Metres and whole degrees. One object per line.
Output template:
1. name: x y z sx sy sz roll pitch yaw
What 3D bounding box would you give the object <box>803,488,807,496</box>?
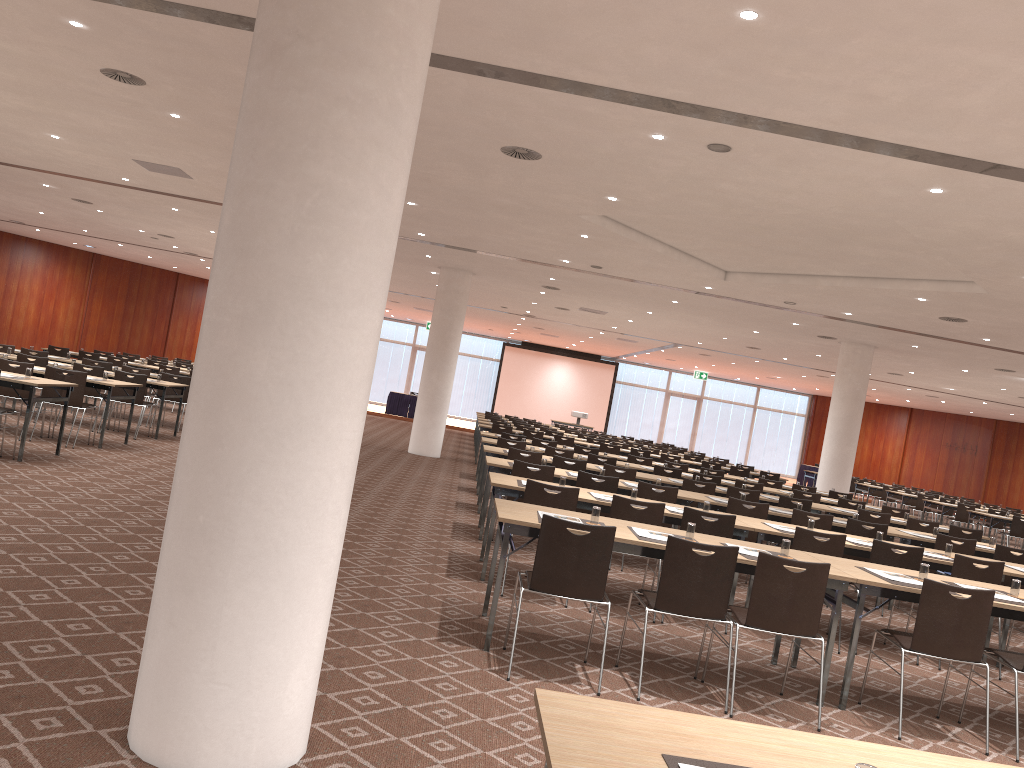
1. object: 4.644 1.709 14.078 0.054 0.114 0.054 10 0 -36

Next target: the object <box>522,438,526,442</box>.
1. object: 0.176 0.909 13.878 0.054 0.114 0.054 10 0 31

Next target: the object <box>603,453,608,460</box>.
1. object: 1.464 1.139 13.923 0.054 0.114 0.054 10 0 9

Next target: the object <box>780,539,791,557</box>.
1. object: 1.833 1.100 5.946 0.054 0.114 0.054 10 0 -36

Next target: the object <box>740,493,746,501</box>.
1. object: 2.595 1.289 9.969 0.054 0.114 0.054 10 0 31

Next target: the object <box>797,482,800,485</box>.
1. object: 5.196 1.835 16.115 0.054 0.114 0.054 10 0 31

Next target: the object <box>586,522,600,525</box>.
1. object: 0.540 0.926 5.868 0.102 0.001 0.102 11 -1 -36

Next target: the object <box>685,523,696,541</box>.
1. object: 1.191 0.985 5.916 0.054 0.114 0.054 10 0 31

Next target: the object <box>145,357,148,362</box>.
1. object: -8.635 -0.572 20.970 0.054 0.114 0.054 10 0 31

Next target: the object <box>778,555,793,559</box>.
1. object: 1.830 1.158 5.932 0.102 0.001 0.102 11 -1 -36

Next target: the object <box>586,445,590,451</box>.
1. object: 1.374 1.150 15.935 0.054 0.114 0.054 10 0 31

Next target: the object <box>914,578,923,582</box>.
1. object: 2.766 1.326 5.984 0.102 0.001 0.102 11 -1 -36

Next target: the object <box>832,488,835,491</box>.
1. object: 5.840 1.950 16.141 0.054 0.114 0.054 10 0 -14

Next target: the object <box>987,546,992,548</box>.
1. object: 5.461 1.861 10.112 0.102 0.001 0.102 10 -1 -14

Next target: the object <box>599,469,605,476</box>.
1. object: 1.006 1.005 9.906 0.054 0.114 0.054 10 0 -36

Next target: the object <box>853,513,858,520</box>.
1. object: 3.881 1.520 10.030 0.054 0.114 0.054 10 0 31

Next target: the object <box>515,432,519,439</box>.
1. object: 0.082 0.918 15.861 0.054 0.114 0.054 10 0 -14

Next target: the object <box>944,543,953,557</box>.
1. object: 3.962 1.508 8.046 0.054 0.114 0.054 10 0 -14

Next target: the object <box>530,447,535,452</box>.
1. object: 0.267 0.899 11.878 0.054 0.114 0.054 10 0 -14

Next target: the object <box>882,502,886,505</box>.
1. object: 5.931 1.940 14.133 0.054 0.114 0.054 10 0 31

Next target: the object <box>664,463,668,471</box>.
1. object: 2.418 1.310 13.980 0.054 0.114 0.054 10 0 31

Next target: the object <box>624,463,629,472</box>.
1. object: 1.543 1.127 11.929 0.054 0.114 0.054 10 0 -36

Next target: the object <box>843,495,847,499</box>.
1. object: 5.287 1.824 14.102 0.054 0.114 0.054 10 0 -36

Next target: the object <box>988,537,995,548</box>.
1. object: 5.474 1.805 10.113 0.054 0.114 0.054 10 0 -36

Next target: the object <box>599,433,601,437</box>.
1. object: 2.515 1.479 25.494 0.054 0.114 0.054 10 0 31

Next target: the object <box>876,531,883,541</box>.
1. object: 3.322 1.393 8.020 0.054 0.114 0.054 10 0 -14

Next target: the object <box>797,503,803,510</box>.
1. object: 3.243 1.405 10.005 0.054 0.114 0.054 10 0 31

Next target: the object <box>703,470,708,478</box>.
1. object: 3.053 1.424 14.005 0.054 0.114 0.054 10 0 31

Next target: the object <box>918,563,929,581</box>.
1. object: 2.773 1.268 5.973 0.054 0.114 0.054 10 0 -36

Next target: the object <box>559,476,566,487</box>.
1. object: 0.447 0.878 7.868 0.054 0.114 0.054 10 0 -14

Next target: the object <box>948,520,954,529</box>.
1. object: 6.014 1.928 12.144 0.054 0.114 0.054 10 0 -14

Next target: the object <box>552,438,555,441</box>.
1. object: 0.732 1.034 15.897 0.054 0.114 0.054 10 0 9

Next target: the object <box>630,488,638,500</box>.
1. object: 1.088 0.993 7.913 0.054 0.114 0.054 10 0 9

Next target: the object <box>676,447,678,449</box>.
1. object: 4.759 1.881 25.589 0.054 0.114 0.054 10 0 31

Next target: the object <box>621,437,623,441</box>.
1. object: 3.161 1.595 25.520 0.054 0.114 0.054 10 0 31

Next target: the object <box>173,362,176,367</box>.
1. object: -7.995 -0.457 20.998 0.054 0.114 0.054 10 0 31

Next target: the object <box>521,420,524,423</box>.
1. object: 0.300 1.082 25.382 0.054 0.114 0.054 10 0 31

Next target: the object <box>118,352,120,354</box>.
1. object: -9.283 -0.688 20.936 0.054 0.114 0.054 10 0 31

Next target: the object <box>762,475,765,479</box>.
1. object: 4.552 1.719 16.076 0.054 0.114 0.054 10 0 9

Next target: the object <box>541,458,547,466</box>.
1. object: 0.356 0.888 9.882 0.054 0.114 0.054 10 0 31

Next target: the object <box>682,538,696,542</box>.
1. object: 1.177 1.041 5.910 0.102 0.001 0.102 11 -1 -36

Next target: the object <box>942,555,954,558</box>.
1. object: 3.956 1.565 8.040 0.102 0.001 0.102 10 -1 31

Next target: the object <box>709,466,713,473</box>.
1. object: 3.597 1.548 16.027 0.054 0.114 0.054 10 0 -14

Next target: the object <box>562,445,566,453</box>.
1. object: 0.818 1.024 13.904 0.054 0.114 0.054 10 0 9

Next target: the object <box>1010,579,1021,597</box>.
1. object: 3.409 1.382 6.006 0.054 0.114 0.054 10 0 -36

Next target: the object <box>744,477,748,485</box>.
1. object: 3.692 1.538 14.031 0.054 0.114 0.054 10 0 31

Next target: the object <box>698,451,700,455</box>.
1. object: 5.400 1.996 25.624 0.054 0.114 0.054 10 0 -36

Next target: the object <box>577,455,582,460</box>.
1. object: 0.901 1.012 11.907 0.054 0.114 0.054 10 0 -14

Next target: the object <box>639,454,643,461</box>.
1. object: 2.324 1.320 15.975 0.054 0.114 0.054 10 0 -14

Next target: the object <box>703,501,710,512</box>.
1. object: 1.737 1.109 7.930 0.054 0.114 0.054 10 0 31

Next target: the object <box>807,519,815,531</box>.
1. object: 2.686 1.279 7.972 0.054 0.114 0.054 10 0 -14

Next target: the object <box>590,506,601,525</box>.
1. object: 0.553 0.871 5.871 0.054 0.114 0.054 10 0 -36

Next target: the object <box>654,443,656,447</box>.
1. object: 4.126 1.768 25.566 0.054 0.114 0.054 10 0 31

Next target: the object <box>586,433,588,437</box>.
1. object: 1.979 1.356 23.459 0.054 0.114 0.054 10 0 31

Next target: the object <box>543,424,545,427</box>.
1. object: 0.924 1.194 25.426 0.054 0.114 0.054 10 0 31

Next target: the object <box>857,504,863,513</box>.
1. object: 4.740 1.700 12.088 0.054 0.114 0.054 10 0 -36

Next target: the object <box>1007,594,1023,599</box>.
1. object: 3.417 1.442 6.014 0.102 0.001 0.102 11 -1 -36

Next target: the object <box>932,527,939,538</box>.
1. object: 4.821 1.688 10.088 0.054 0.114 0.054 10 0 9

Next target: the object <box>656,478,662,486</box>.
1. object: 1.639 1.118 9.932 0.054 0.114 0.054 10 0 -36

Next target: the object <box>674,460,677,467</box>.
1. object: 2.952 1.432 16.000 0.054 0.114 0.054 10 0 -14
